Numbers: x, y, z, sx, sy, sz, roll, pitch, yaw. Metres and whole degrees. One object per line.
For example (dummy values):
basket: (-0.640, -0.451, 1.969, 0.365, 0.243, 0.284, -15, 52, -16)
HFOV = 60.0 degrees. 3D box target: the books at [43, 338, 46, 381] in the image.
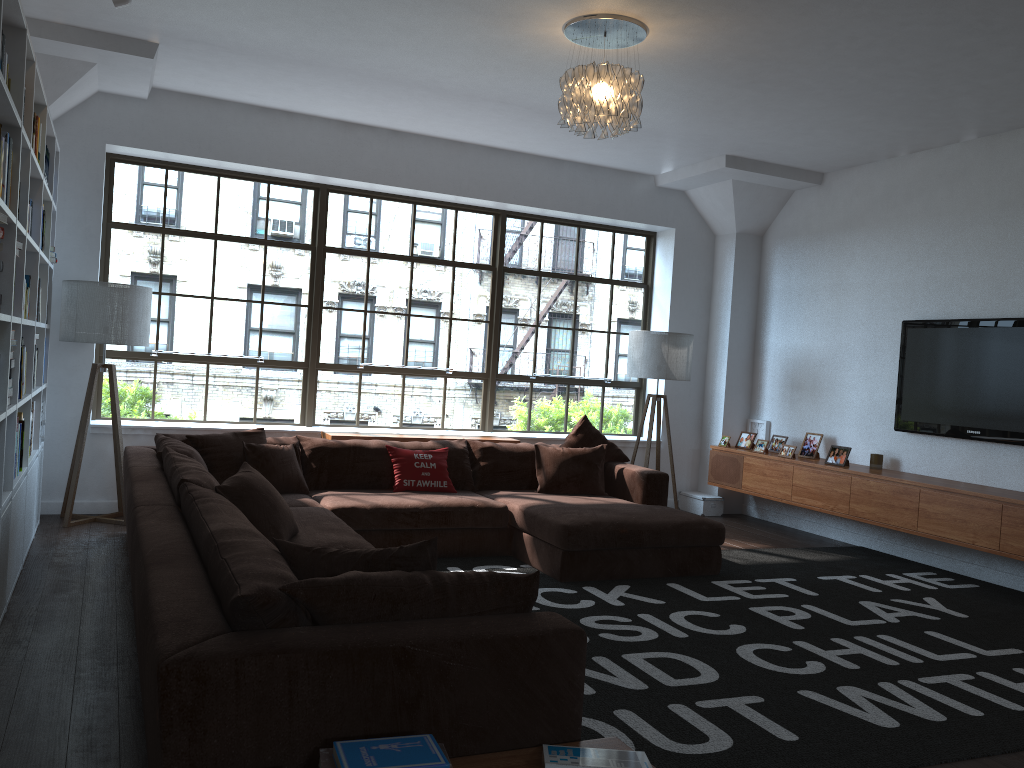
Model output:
books: (-3.055, -0.155, 5.608, 0.176, 0.290, 0.053, 3, 1, -25)

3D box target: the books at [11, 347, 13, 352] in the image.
books: (-2.176, -0.152, 3.680, 0.161, 0.026, 0.223, 3, 1, -35)

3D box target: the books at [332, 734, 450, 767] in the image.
books: (-0.263, 0.808, 1.911, 0.224, 0.027, 0.157, 3, 1, -20)

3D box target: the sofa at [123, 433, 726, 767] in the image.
sofa: (-0.053, 0.792, 4.485, 3.481, 0.664, 4.197, 3, 1, -25)

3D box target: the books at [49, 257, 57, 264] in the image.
books: (-2.971, -0.772, 5.417, 0.284, 0.035, 0.197, 4, 1, 5)

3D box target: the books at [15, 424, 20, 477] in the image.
books: (-2.439, 0.312, 4.196, 0.183, 0.253, 0.034, 3, 1, -25)

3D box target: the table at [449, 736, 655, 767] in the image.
table: (-0.060, 1.048, 1.706, 1.100, 0.271, 0.853, 3, 1, -25)

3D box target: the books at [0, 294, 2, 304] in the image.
books: (-1.993, -0.323, 3.261, 0.160, 0.039, 0.251, 3, 1, -20)

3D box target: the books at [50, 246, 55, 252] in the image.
books: (-2.962, -0.838, 5.412, 0.254, 0.032, 0.174, 4, 1, 10)

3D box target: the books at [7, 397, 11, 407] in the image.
books: (-2.222, 0.068, 3.673, 0.246, 0.038, 0.171, 3, 1, -25)

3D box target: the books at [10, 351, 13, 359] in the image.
books: (-2.205, -0.126, 3.683, 0.223, 0.032, 0.161, 3, 1, -25)

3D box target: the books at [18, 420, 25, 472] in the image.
books: (-2.514, 0.304, 4.376, 0.183, 0.253, 0.034, 3, 1, -25)

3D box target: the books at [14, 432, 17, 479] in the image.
books: (-2.399, 0.332, 4.125, 0.161, 0.223, 0.026, 3, 1, -25)

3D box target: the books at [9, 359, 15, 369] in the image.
books: (-2.211, -0.092, 3.676, 0.253, 0.040, 0.183, 3, 1, -25)

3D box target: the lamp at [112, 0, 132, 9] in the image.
lamp: (-1.849, -1.886, 4.209, 0.111, 0.211, 0.120, 5, 2, 40)

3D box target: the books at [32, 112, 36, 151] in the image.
books: (-2.381, -1.185, 4.246, 0.171, 0.246, 0.057, 3, 1, -25)

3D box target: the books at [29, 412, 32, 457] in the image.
books: (-2.742, 0.277, 4.861, 0.183, 0.253, 0.037, 3, 1, -25)

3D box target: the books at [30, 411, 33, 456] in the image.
books: (-2.796, 0.275, 4.969, 0.189, 0.247, 0.057, 3, 1, -24)

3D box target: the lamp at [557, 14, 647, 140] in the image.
lamp: (0.469, -1.571, 4.624, 0.441, 0.539, 0.442, 4, 1, 18)

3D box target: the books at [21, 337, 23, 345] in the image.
books: (-2.420, -0.083, 4.182, 0.197, 0.290, 0.136, 3, 1, -25)

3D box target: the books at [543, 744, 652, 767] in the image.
books: (0.203, 0.903, 2.051, 0.256, 0.035, 0.350, 4, 1, 1)

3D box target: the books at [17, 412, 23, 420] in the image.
books: (-2.536, 0.283, 4.403, 0.176, 0.290, 0.036, 3, 1, -25)

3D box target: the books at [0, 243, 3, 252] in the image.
books: (-2.017, -0.517, 3.279, 0.223, 0.027, 0.161, 3, 1, -35)

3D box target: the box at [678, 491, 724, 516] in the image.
box: (1.713, 1.083, 8.039, 0.228, 0.165, 0.368, 3, 1, -25)

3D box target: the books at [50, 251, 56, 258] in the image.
books: (-2.969, -0.806, 5.416, 0.284, 0.033, 0.197, 4, 1, -10)

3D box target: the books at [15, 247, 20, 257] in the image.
books: (-2.122, -0.545, 3.579, 0.223, 0.031, 0.161, 3, 1, -25)

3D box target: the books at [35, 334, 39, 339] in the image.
books: (-2.652, -0.261, 4.703, 0.224, 0.030, 0.161, 3, 1, -15)

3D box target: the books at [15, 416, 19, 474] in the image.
books: (-2.421, 0.296, 4.156, 0.176, 0.290, 0.053, 3, 1, -25)

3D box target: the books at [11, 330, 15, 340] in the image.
books: (-2.184, -0.210, 3.674, 0.185, 0.041, 0.129, 4, 1, -10)

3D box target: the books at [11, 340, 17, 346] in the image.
books: (-2.185, -0.178, 3.682, 0.208, 0.024, 0.144, 3, 1, -20)

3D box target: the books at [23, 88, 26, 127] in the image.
books: (-2.140, -1.146, 3.724, 0.161, 0.223, 0.032, 3, 1, -25)

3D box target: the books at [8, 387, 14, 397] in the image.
books: (-2.223, 0.030, 3.673, 0.251, 0.037, 0.160, 3, 1, -20)

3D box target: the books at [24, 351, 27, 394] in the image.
books: (-2.525, -0.061, 4.441, 0.161, 0.222, 0.084, 3, 1, -25)

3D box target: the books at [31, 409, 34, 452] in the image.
books: (-2.874, 0.267, 5.139, 0.171, 0.246, 0.057, 3, 1, -25)

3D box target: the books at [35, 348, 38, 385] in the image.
books: (-2.864, -0.102, 5.167, 0.168, 0.228, 0.139, 3, 1, -25)

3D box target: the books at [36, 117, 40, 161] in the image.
books: (-2.427, -1.194, 4.352, 0.183, 0.253, 0.034, 3, 1, -25)

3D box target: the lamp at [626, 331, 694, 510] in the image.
lamp: (1.226, 0.351, 7.606, 0.545, 1.579, 0.545, 3, 1, -14)

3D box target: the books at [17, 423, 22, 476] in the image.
books: (-2.450, 0.311, 4.228, 0.183, 0.253, 0.034, 3, 1, -25)

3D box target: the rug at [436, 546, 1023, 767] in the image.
rug: (1.367, 1.213, 4.591, 4.200, 0.007, 3.100, 3, 1, -23)

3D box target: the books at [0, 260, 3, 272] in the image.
books: (-1.989, -0.450, 3.262, 0.183, 0.042, 0.253, 3, 1, -25)

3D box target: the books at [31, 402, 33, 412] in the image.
books: (-2.799, 0.248, 5.022, 0.140, 0.298, 0.044, 3, 1, -25)

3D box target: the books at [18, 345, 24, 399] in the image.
books: (-2.363, -0.058, 4.095, 0.182, 0.253, 0.098, 3, 1, -25)

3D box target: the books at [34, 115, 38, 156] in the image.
books: (-2.417, -1.192, 4.320, 0.183, 0.253, 0.034, 3, 1, -25)

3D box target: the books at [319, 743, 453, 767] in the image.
books: (-0.270, 0.839, 1.911, 0.279, 0.035, 0.191, 3, 1, -15)

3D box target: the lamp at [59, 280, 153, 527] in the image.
lamp: (-2.735, 0.127, 5.912, 0.545, 1.579, 0.545, 3, 1, -36)

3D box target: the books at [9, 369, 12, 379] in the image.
books: (-2.213, -0.051, 3.685, 0.231, 0.044, 0.168, 3, 1, -30)

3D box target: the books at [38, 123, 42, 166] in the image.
books: (-2.483, -1.201, 4.476, 0.183, 0.253, 0.034, 3, 1, -25)

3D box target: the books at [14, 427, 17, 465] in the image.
books: (-2.390, 0.319, 4.100, 0.160, 0.250, 0.026, 3, 1, -25)

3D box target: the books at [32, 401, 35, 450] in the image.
books: (-2.909, 0.241, 5.212, 0.176, 0.290, 0.053, 3, 1, -25)

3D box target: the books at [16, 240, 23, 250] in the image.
books: (-2.124, -0.575, 3.585, 0.224, 0.030, 0.161, 3, 1, -15)

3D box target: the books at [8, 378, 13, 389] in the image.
books: (-2.234, -0.010, 3.693, 0.259, 0.040, 0.180, 3, 1, -25)

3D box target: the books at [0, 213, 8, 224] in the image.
books: (-1.791, -0.556, 2.893, 0.223, 0.027, 0.161, 3, 1, -15)

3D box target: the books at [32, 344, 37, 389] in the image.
books: (-2.770, -0.105, 4.963, 0.183, 0.253, 0.042, 3, 1, -25)

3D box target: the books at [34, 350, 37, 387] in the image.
books: (-2.823, -0.087, 5.091, 0.161, 0.221, 0.035, 3, 1, -25)

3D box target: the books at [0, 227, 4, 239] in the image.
books: (-1.982, -0.574, 3.279, 0.129, 0.043, 0.185, 4, 1, -10)

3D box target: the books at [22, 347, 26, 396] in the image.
books: (-2.475, -0.066, 4.324, 0.174, 0.242, 0.105, 3, 1, -25)

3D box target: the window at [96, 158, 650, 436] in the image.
window: (-0.858, -0.569, 7.398, 4.648, 1.905, 0.114, 3, 1, -25)
